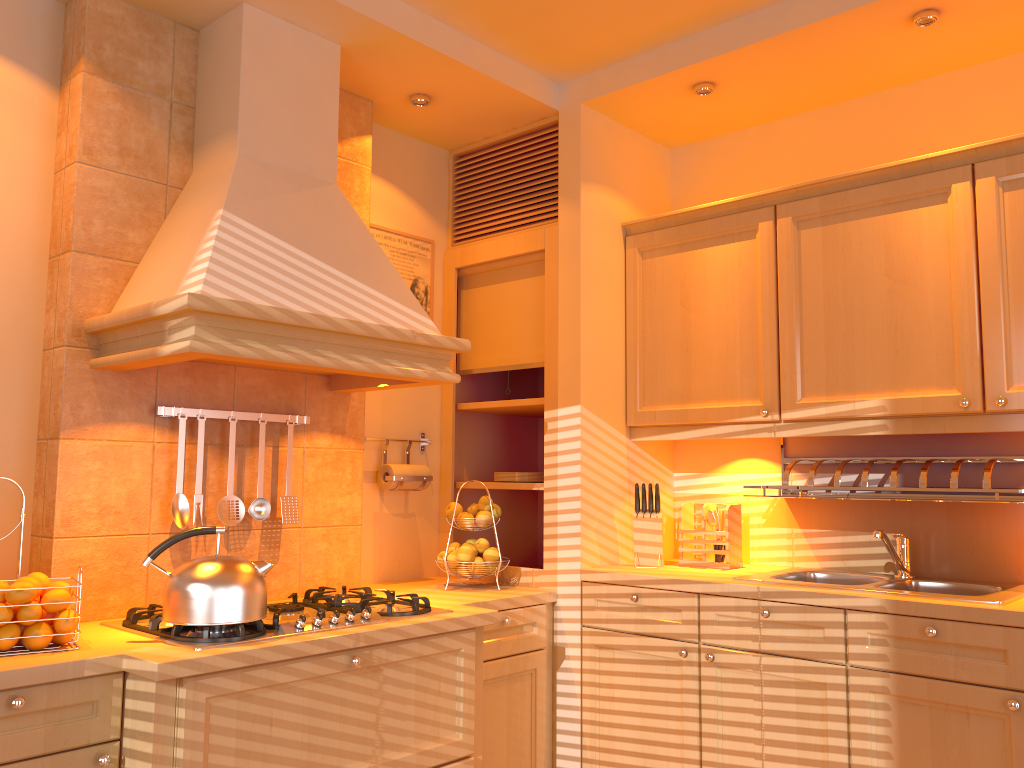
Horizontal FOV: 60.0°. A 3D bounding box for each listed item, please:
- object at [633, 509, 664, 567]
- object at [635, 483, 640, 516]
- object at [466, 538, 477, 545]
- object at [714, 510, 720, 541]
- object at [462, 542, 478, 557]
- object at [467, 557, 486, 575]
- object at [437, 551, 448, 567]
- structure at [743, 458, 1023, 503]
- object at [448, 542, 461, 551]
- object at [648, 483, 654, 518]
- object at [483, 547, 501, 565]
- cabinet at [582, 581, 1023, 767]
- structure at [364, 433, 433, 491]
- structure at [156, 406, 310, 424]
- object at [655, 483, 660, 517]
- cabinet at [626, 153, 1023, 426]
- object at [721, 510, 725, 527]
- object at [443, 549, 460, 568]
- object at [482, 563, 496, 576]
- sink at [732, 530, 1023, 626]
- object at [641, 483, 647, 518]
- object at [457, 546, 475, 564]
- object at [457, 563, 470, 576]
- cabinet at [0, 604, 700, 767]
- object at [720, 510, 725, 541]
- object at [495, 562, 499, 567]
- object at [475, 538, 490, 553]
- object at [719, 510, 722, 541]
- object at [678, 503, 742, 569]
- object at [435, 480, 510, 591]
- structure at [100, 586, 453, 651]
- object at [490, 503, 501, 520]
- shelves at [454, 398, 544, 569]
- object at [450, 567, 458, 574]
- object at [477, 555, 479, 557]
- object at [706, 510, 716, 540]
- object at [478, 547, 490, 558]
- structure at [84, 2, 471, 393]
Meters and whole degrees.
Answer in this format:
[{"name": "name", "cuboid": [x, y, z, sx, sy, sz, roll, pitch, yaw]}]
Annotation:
[{"name": "object", "cuboid": [0.485, 0.543, 3.142, 0.100, 0.200, 0.070, -1, -6, 16]}, {"name": "object", "cuboid": [0.446, 0.485, 3.145, 0.019, 0.265, 0.037, 0, -6, 6]}, {"name": "object", "cuboid": [-0.139, 0.570, 3.146, 0.051, 0.048, 0.050, 2, -6, -14]}, {"name": "object", "cuboid": [0.721, 0.541, 3.103, 0.020, 0.196, 0.017, 3, -6, -22]}, {"name": "object", "cuboid": [-0.149, 0.583, 3.092, 0.063, 0.061, 0.063, -1, -6, 16]}, {"name": "object", "cuboid": [-0.123, 0.627, 3.060, 0.064, 0.062, 0.064, -3, -7, 29]}, {"name": "object", "cuboid": [-0.237, 0.619, 3.133, 0.056, 0.057, 0.053, -2, -6, 19]}, {"name": "structure", "cuboid": [1.204, 0.297, 2.771, 0.900, 0.126, 0.300, -5, -8, 42]}, {"name": "object", "cuboid": [-0.198, 0.587, 3.130, 0.055, 0.058, 0.056, 2, -6, -12]}, {"name": "object", "cuboid": [0.490, 0.484, 3.133, 0.019, 0.265, 0.038, -2, -7, 25]}, {"name": "object", "cuboid": [-0.069, 0.595, 3.071, 0.063, 0.060, 0.064, 4, -7, -32]}, {"name": "cabinet", "cuboid": [1.538, 0.663, 2.207, 3.000, 1.700, 0.625, -5, -8, 42]}, {"name": "structure", "cuboid": [-0.404, 0.283, 3.286, 0.126, 0.220, 0.320, -5, -8, 42]}, {"name": "structure", "cuboid": [-0.820, 0.095, 2.660, 0.009, 0.024, 0.506, -5, -8, 42]}, {"name": "object", "cuboid": [0.512, 0.483, 3.126, 0.019, 0.265, 0.037, -2, -7, 25]}, {"name": "cabinet", "cuboid": [1.198, -0.243, 2.815, 1.792, 0.712, 0.332, -5, -8, 42]}, {"name": "object", "cuboid": [0.745, 0.541, 3.134, 0.042, 0.192, 0.040, 0, -6, 2]}, {"name": "object", "cuboid": [-0.208, 0.606, 3.074, 0.063, 0.063, 0.063, 5, -7, -36]}, {"name": "object", "cuboid": [-0.088, 0.642, 3.114, 0.063, 0.061, 0.064, -2, -6, 20]}, {"name": "sink", "cuboid": [1.100, 0.601, 2.625, 0.746, 0.336, 0.465, -5, -8, 42]}, {"name": "object", "cuboid": [0.467, 0.484, 3.139, 0.019, 0.265, 0.038, -2, -7, 25]}, {"name": "object", "cuboid": [-0.157, 0.585, 3.036, 0.056, 0.063, 0.065, -1, -6, 18]}, {"name": "object", "cuboid": [-0.168, 0.644, 3.097, 0.052, 0.056, 0.057, 0, -6, 4]}, {"name": "cabinet", "cuboid": [-0.421, 1.102, 2.427, 1.141, 0.840, 2.850, -5, -8, 42]}, {"name": "object", "cuboid": [0.732, 0.540, 3.100, 0.018, 0.196, 0.022, 6, -8, -43]}, {"name": "object", "cuboid": [-0.068, 0.632, 3.188, 0.059, 0.059, 0.058, 1, -6, -4]}, {"name": "object", "cuboid": [-0.104, 0.563, 3.092, 0.049, 0.052, 0.050, 6, -8, -40]}, {"name": "object", "cuboid": [0.730, 0.543, 3.122, 0.023, 0.196, 0.018, 6, -8, -43]}, {"name": "object", "cuboid": [0.705, 0.536, 3.158, 0.200, 0.221, 0.103, -5, -8, 42]}, {"name": "object", "cuboid": [-0.138, 0.530, 3.149, 0.265, 0.376, 0.265, 0, -6, 1]}, {"name": "structure", "cuboid": [-0.616, 0.616, 2.422, 0.494, 0.051, 0.797, -5, -8, 42]}, {"name": "object", "cuboid": [-0.067, 0.457, 3.169, 0.058, 0.060, 0.057, 3, -7, -26]}, {"name": "shelves", "cuboid": [0.144, 0.434, 3.526, 0.600, 0.702, 0.582, -5, -8, 42]}, {"name": "object", "cuboid": [-0.195, 0.652, 3.141, 0.046, 0.043, 0.047, 0, -6, 2]}, {"name": "object", "cuboid": [-0.142, 0.608, 3.188, 0.059, 0.055, 0.058, 6, -8, -40]}, {"name": "object", "cuboid": [0.705, 0.538, 3.106, 0.042, 0.192, 0.040, 0, -6, 3]}, {"name": "object", "cuboid": [-0.094, 0.600, 3.151, 0.057, 0.059, 0.058, 0, -6, 6]}, {"name": "structure", "cuboid": [0.904, -0.533, 2.124, 4.091, 1.148, 1.061, -1, -6, 16]}]
